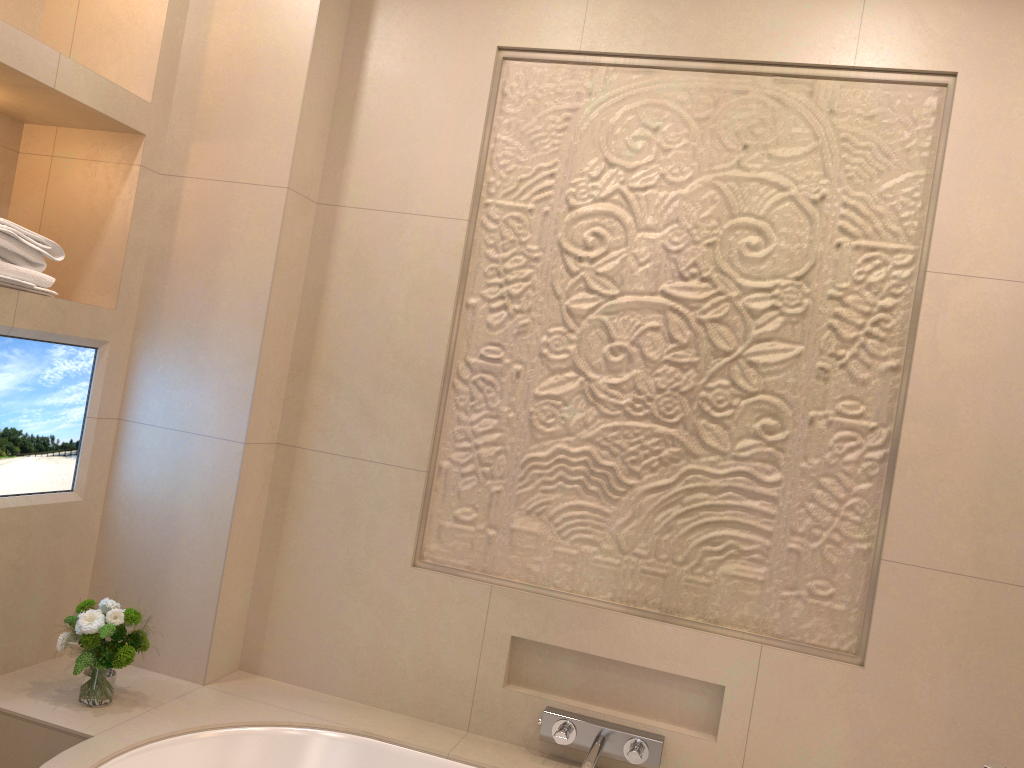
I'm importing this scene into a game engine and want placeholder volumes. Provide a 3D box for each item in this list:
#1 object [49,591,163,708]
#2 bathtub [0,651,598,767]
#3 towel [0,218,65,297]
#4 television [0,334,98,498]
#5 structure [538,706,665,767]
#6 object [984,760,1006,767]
[{"bbox_3d":[-0.911,0.581,1.988,0.229,0.252,0.197,10,-1,-33],"label":"object"},{"bbox_3d":[0.020,1.129,1.552,2.662,0.540,1.060,9,-1,15],"label":"bathtub"},{"bbox_3d":[0.278,-0.350,1.574,3.195,0.726,0.517,9,-1,15],"label":"towel"},{"bbox_3d":[-1.137,0.070,1.920,0.025,0.360,0.564,9,-1,15],"label":"television"},{"bbox_3d":[0.171,0.825,1.947,0.290,0.097,0.259,9,-1,15],"label":"structure"},{"bbox_3d":[0.934,0.867,1.706,0.114,0.280,0.059,10,-1,-30],"label":"object"}]
